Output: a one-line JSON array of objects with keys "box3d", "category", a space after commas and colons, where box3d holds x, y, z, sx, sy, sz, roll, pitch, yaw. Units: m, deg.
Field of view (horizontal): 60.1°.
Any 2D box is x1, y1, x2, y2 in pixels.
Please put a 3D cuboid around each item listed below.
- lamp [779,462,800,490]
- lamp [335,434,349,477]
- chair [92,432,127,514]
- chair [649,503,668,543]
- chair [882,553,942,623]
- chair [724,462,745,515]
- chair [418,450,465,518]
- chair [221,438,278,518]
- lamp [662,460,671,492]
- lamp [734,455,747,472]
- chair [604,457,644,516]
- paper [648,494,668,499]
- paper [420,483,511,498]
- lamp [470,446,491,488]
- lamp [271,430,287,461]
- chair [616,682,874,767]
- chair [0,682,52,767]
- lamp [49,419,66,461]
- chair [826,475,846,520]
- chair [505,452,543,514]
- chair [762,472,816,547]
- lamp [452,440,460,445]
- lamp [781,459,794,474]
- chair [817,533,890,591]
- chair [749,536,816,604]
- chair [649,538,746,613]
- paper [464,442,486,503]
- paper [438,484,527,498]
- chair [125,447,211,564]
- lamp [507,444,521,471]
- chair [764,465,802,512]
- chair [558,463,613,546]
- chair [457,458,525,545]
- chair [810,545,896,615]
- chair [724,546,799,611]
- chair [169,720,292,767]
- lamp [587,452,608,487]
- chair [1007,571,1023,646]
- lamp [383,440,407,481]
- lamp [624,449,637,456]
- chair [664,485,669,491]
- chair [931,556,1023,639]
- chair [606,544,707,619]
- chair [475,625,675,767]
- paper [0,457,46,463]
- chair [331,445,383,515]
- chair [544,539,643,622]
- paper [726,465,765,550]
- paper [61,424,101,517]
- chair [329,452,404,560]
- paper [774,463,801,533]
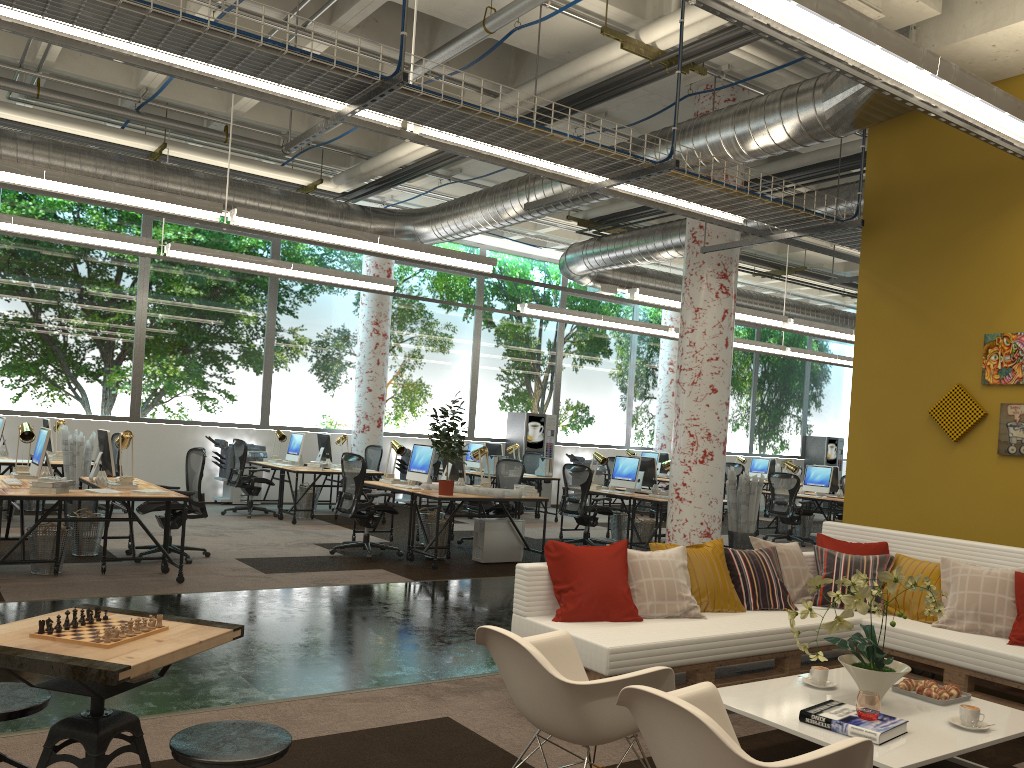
[{"box3d": [4.444, 1.573, 14.414, 0.219, 0.610, 0.527, 4, -1, -15], "category": "lamp"}, {"box3d": [-2.497, 1.047, 13.059, 0.209, 0.610, 0.527, 4, -1, -15], "category": "lamp"}, {"box3d": [-5.449, 1.168, 11.681, 0.769, 1.085, 0.794, 3, -1, 39], "category": "chair"}, {"box3d": [2.325, 1.726, 12.614, 0.769, 1.085, 0.794, 3, -1, 39], "category": "chair"}, {"box3d": [2.556, 1.297, 5.559, 0.367, 0.381, 0.521, 5, -2, -38], "category": "chair"}, {"box3d": [4.733, 2.198, 18.602, 0.769, 1.085, 0.794, 3, -1, 39], "category": "chair"}, {"box3d": [-1.180, 1.593, 14.451, 0.769, 1.085, 0.794, 3, -1, 39], "category": "chair"}, {"box3d": [-3.733, 1.332, 12.659, 0.769, 1.085, 0.794, 3, -1, 39], "category": "chair"}, {"box3d": [2.184, 1.289, 11.822, 0.209, 0.610, 0.527, 4, -1, -15], "category": "lamp"}, {"box3d": [4.920, 1.865, 19.392, 0.219, 0.610, 0.527, 4, -1, -15], "category": "lamp"}, {"box3d": [2.078, 1.926, 16.738, 0.769, 1.085, 0.794, 3, -1, 39], "category": "chair"}, {"box3d": [2.095, 1.427, 11.180, 0.627, 0.061, 0.567, 6, -4, -37], "category": "paper"}, {"box3d": [-0.525, 1.122, 9.410, 1.133, 0.082, 0.083, 2, -2, 30], "category": "paper"}, {"box3d": [-0.337, 1.005, 9.969, 0.209, 0.610, 0.527, 4, -1, -15], "category": "lamp"}, {"box3d": [-3.546, 0.999, 13.449, 0.219, 0.610, 0.527, 4, -1, -15], "category": "lamp"}, {"box3d": [0.679, 1.267, 2.675, 0.795, 0.753, 0.613, 5, -2, -35], "category": "chair"}, {"box3d": [-1.674, 1.245, 2.822, 0.346, 0.497, 0.338, 4, -1, 15], "category": "chair"}, {"box3d": [-5.590, 0.731, 10.888, 0.209, 0.610, 0.527, 4, -1, -15], "category": "lamp"}, {"box3d": [5.635, 2.058, 14.817, 0.769, 1.085, 0.794, 3, -1, 39], "category": "chair"}, {"box3d": [0.198, 1.746, 15.644, 0.769, 1.085, 0.794, 3, -1, 39], "category": "chair"}, {"box3d": [4.257, 1.905, 13.623, 0.769, 1.085, 0.794, 3, -1, 39], "category": "chair"}, {"box3d": [-0.988, 1.261, 15.243, 0.209, 0.610, 0.527, 4, -1, -15], "category": "lamp"}, {"box3d": [5.975, 1.914, 19.004, 0.219, 0.610, 0.527, 4, -1, -15], "category": "lamp"}, {"box3d": [2.312, 1.266, 6.032, 0.533, 0.437, 0.287, 3, -1, 28], "category": "chair"}, {"box3d": [1.818, 1.238, 5.860, 0.546, 0.437, 0.334, 5, -1, -30], "category": "chair"}, {"box3d": [1.126, 1.164, 5.362, 0.547, 0.438, 0.316, 4, -1, -23], "category": "chair"}, {"box3d": [-0.727, 1.650, 16.116, 0.440, 1.198, 0.413, 4, 0, 33], "category": "paper"}, {"box3d": [-0.388, 1.136, 9.505, 1.133, 0.082, 0.083, 3, -2, 20], "category": "paper"}, {"box3d": [-3.280, 1.147, 8.563, 0.769, 1.085, 0.794, 3, -1, 39], "category": "chair"}, {"box3d": [0.061, 1.309, 14.853, 0.219, 0.610, 0.527, 4, -1, -15], "category": "lamp"}, {"box3d": [6.111, 2.350, 19.795, 0.769, 1.085, 0.794, 3, -1, 39], "category": "chair"}, {"box3d": [0.948, 1.573, 11.421, 0.769, 1.085, 0.794, 3, -1, 39], "category": "chair"}, {"box3d": [-0.196, 1.442, 10.762, 0.769, 1.085, 0.794, 3, -1, 39], "category": "chair"}, {"box3d": [2.202, 1.283, 5.756, 0.516, 0.392, 0.358, 3, -2, 24], "category": "chair"}, {"box3d": [1.519, 1.233, 5.566, 0.524, 0.408, 0.341, 4, -1, -19], "category": "chair"}, {"box3d": [-0.837, 1.288, 2.597, 0.346, 0.497, 0.338, 4, -1, 15], "category": "chair"}, {"box3d": [1.139, 1.241, 12.212, 0.209, 0.610, 0.527, 4, -1, -15], "category": "lamp"}, {"box3d": [3.039, 1.281, 4.877, 0.518, 0.395, 0.335, 3, -2, 33], "category": "chair"}, {"box3d": [-1.387, 0.957, 10.359, 0.219, 0.610, 0.527, 4, -1, -15], "category": "lamp"}, {"box3d": [2.265, 1.594, 17.528, 0.219, 0.610, 0.527, 4, -1, -15], "category": "lamp"}, {"box3d": [3.456, 2.079, 17.931, 0.769, 1.085, 0.794, 3, -1, 39], "category": "chair"}, {"box3d": [2.783, 1.262, 5.218, 0.525, 0.428, 0.312, 3, -1, 34], "category": "chair"}, {"box3d": [0.831, 1.150, 5.119, 0.525, 0.401, 0.331, 4, -1, -16], "category": "chair"}, {"box3d": [0.224, 1.271, 3.326, 0.795, 0.753, 0.613, 5, -2, -35], "category": "chair"}, {"box3d": [-5.679, 0.869, 10.246, 0.627, 0.061, 0.567, 6, -4, -37], "category": "paper"}, {"box3d": [-2.356, 1.484, 13.852, 0.769, 1.085, 0.794, 3, -1, 39], "category": "chair"}, {"box3d": [0.438, 1.091, 4.897, 0.535, 0.444, 0.301, 4, -1, -19], "category": "chair"}, {"box3d": [2.857, 1.617, 11.016, 0.440, 1.198, 0.413, 4, 0, 33], "category": "paper"}, {"box3d": [-4.917, 1.060, 10.082, 0.440, 1.198, 0.413, 4, 0, 33], "category": "paper"}, {"box3d": [-1.573, 1.289, 9.568, 0.769, 1.085, 0.794, 3, -1, 39], "category": "chair"}, {"box3d": [4.710, 1.963, 15.288, 0.440, 1.198, 0.413, 4, 0, 33], "category": "paper"}]
